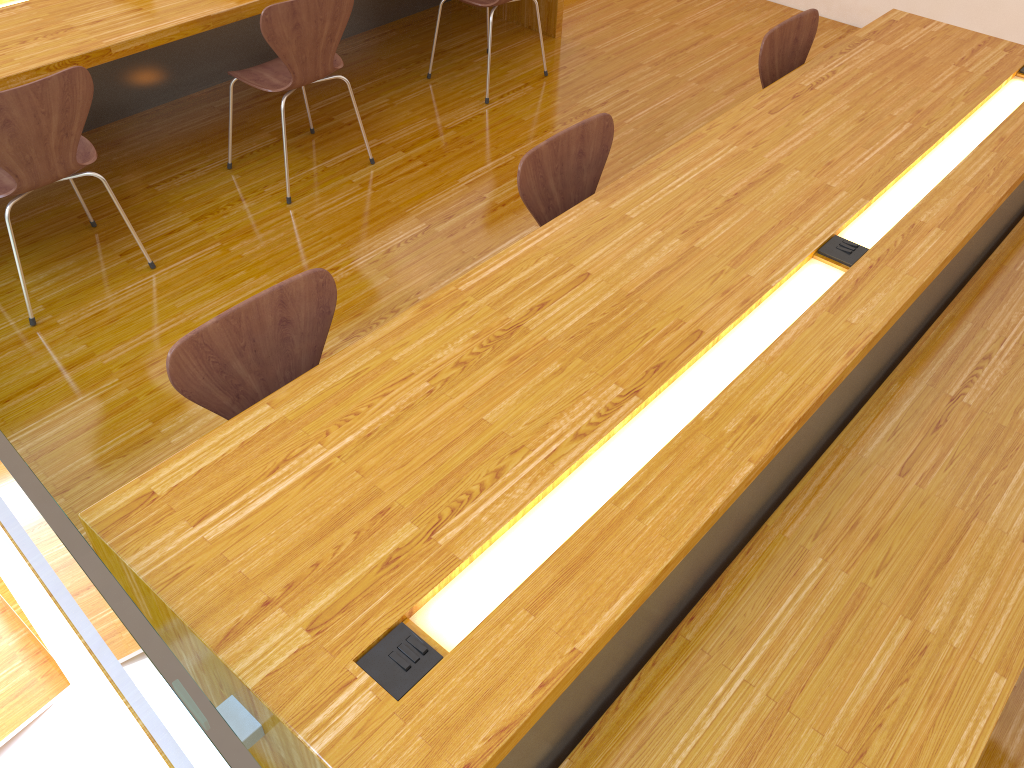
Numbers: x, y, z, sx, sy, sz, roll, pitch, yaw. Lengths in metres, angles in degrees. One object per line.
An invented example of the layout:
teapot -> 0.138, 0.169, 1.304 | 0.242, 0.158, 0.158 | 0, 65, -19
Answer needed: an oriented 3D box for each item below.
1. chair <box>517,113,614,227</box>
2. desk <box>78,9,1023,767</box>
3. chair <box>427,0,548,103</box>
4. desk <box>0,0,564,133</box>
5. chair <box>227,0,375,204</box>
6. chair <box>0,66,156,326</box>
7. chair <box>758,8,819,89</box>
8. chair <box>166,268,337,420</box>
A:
chair -> 0.256, -0.301, 2.396 | 0.381, 0.693, 0.428 | 32, 50, 28
desk -> 0.798, 0.066, 2.327 | 1.285, 0.918, 3.236 | 32, 50, 28
chair -> -0.099, -1.674, 3.864 | 0.381, 0.693, 0.428 | 32, 50, 28
desk -> -1.069, -1.372, 3.560 | 0.760, 0.606, 3.185 | 32, 50, 28
chair -> -0.804, -1.102, 3.209 | 0.381, 0.693, 0.428 | 32, 50, 28
chair -> -1.441, -0.620, 2.656 | 0.381, 0.693, 0.428 | 32, 50, 28
chair -> 1.019, -0.838, 3.015 | 0.381, 0.693, 0.428 | 32, 50, 28
chair -> -0.381, 0.181, 1.843 | 0.381, 0.693, 0.428 | 32, 50, 28
